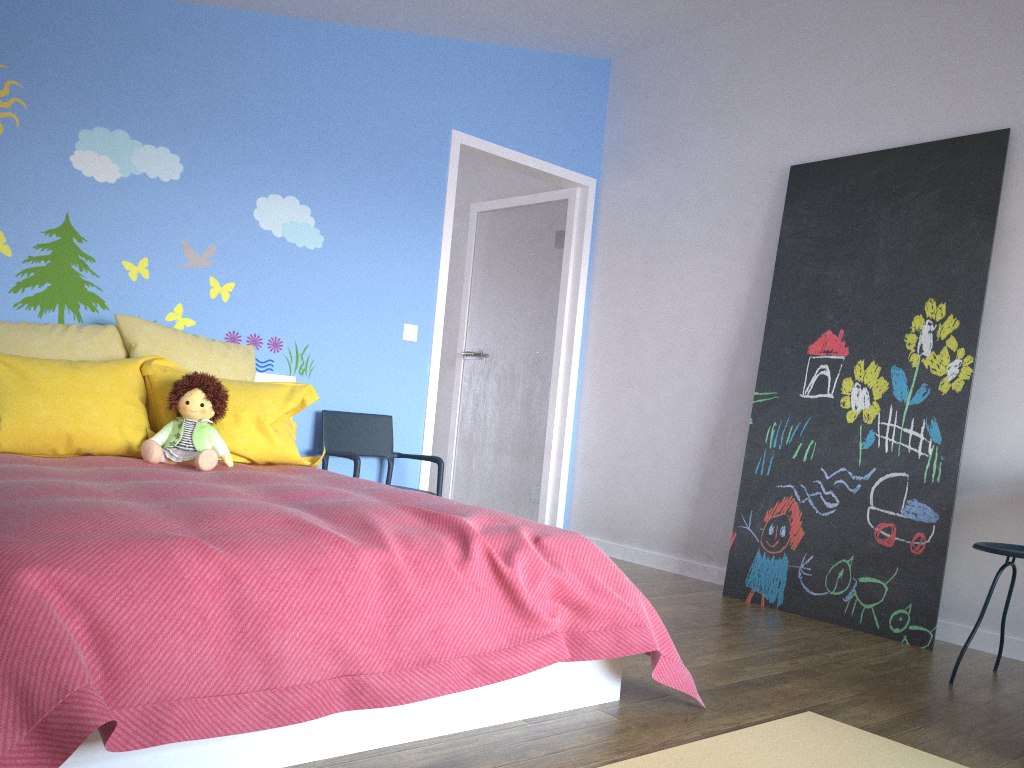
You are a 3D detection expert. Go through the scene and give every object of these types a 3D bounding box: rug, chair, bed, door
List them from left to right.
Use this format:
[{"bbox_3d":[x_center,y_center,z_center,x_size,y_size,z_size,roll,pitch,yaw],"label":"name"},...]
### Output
[{"bbox_3d":[-0.864,0.339,2.584,1.931,0.811,2.311,7,-2,-40],"label":"bed"},{"bbox_3d":[-0.634,0.478,4.043,0.513,0.675,0.415,5,0,-44],"label":"chair"},{"bbox_3d":[-0.327,-0.186,5.172,1.035,2.130,0.995,5,1,-40],"label":"door"},{"bbox_3d":[0.357,0.810,1.238,2.206,0.006,1.197,7,-3,-40],"label":"rug"},{"bbox_3d":[1.656,0.769,2.881,0.365,0.462,0.324,5,0,-40],"label":"chair"}]

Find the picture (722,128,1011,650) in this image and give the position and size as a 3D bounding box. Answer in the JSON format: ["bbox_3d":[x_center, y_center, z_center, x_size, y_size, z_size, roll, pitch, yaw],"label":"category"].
[{"bbox_3d":[1.442,-0.007,3.733,0.208,2.021,0.955,4,1,-40],"label":"picture"}]

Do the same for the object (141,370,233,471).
[{"bbox_3d":[-1.055,0.124,2.904,0.286,0.342,0.251,5,0,-6],"label":"object"}]

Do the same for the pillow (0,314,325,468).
[{"bbox_3d":[-1.354,0.010,3.163,1.348,0.532,0.677,7,-1,-39],"label":"pillow"}]
